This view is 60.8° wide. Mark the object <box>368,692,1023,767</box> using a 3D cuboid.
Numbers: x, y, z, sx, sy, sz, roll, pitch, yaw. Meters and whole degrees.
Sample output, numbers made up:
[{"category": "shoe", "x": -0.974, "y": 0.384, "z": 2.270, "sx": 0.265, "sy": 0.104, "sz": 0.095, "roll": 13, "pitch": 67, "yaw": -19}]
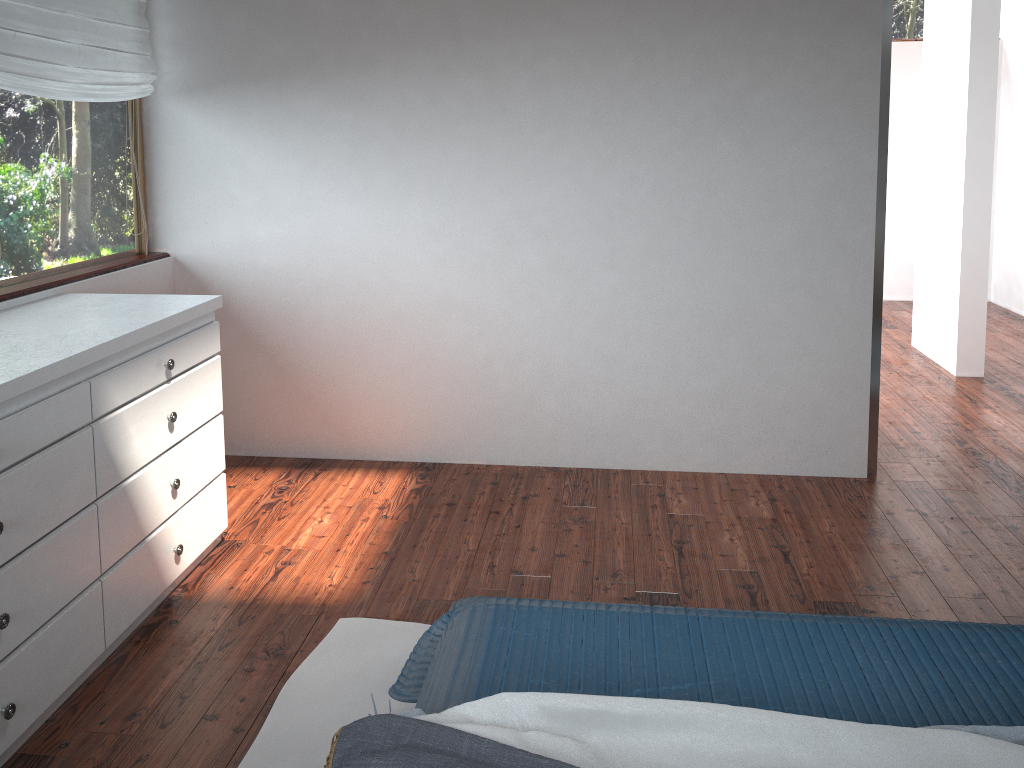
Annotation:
[{"category": "object", "x": 0.788, "y": 0.731, "z": 1.587, "sx": 2.154, "sy": 0.368, "sz": 0.553, "roll": 0, "pitch": 13, "yaw": 2}]

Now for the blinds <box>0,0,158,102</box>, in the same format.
[{"category": "blinds", "x": -1.607, "y": -1.299, "z": 3.196, "sx": 0.054, "sy": 0.507, "sz": 1.259, "roll": 0, "pitch": 14, "yaw": 7}]

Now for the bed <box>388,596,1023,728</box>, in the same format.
[{"category": "bed", "x": 0.648, "y": 0.765, "z": 1.034, "sx": 2.138, "sy": 0.749, "sz": 2.658, "roll": 1, "pitch": 15, "yaw": 7}]

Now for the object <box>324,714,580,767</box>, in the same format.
[{"category": "object", "x": 0.634, "y": 0.795, "z": 1.015, "sx": 2.128, "sy": 0.397, "sz": 0.647, "roll": 4, "pitch": 14, "yaw": 15}]

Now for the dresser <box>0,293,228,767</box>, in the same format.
[{"category": "dresser", "x": -1.465, "y": 0.551, "z": 1.564, "sx": 0.616, "sy": 0.854, "sz": 3.217, "roll": 1, "pitch": 15, "yaw": 7}]

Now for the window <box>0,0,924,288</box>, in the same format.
[{"category": "window", "x": 0.963, "y": -1.454, "z": 3.580, "sx": 5.267, "sy": 1.883, "sz": 8.570, "roll": 1, "pitch": 15, "yaw": 6}]

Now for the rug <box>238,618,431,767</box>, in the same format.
[{"category": "rug", "x": 0.694, "y": 0.969, "z": 1.549, "sx": 2.711, "sy": 0.047, "sz": 1.859, "roll": 1, "pitch": 16, "yaw": 6}]
